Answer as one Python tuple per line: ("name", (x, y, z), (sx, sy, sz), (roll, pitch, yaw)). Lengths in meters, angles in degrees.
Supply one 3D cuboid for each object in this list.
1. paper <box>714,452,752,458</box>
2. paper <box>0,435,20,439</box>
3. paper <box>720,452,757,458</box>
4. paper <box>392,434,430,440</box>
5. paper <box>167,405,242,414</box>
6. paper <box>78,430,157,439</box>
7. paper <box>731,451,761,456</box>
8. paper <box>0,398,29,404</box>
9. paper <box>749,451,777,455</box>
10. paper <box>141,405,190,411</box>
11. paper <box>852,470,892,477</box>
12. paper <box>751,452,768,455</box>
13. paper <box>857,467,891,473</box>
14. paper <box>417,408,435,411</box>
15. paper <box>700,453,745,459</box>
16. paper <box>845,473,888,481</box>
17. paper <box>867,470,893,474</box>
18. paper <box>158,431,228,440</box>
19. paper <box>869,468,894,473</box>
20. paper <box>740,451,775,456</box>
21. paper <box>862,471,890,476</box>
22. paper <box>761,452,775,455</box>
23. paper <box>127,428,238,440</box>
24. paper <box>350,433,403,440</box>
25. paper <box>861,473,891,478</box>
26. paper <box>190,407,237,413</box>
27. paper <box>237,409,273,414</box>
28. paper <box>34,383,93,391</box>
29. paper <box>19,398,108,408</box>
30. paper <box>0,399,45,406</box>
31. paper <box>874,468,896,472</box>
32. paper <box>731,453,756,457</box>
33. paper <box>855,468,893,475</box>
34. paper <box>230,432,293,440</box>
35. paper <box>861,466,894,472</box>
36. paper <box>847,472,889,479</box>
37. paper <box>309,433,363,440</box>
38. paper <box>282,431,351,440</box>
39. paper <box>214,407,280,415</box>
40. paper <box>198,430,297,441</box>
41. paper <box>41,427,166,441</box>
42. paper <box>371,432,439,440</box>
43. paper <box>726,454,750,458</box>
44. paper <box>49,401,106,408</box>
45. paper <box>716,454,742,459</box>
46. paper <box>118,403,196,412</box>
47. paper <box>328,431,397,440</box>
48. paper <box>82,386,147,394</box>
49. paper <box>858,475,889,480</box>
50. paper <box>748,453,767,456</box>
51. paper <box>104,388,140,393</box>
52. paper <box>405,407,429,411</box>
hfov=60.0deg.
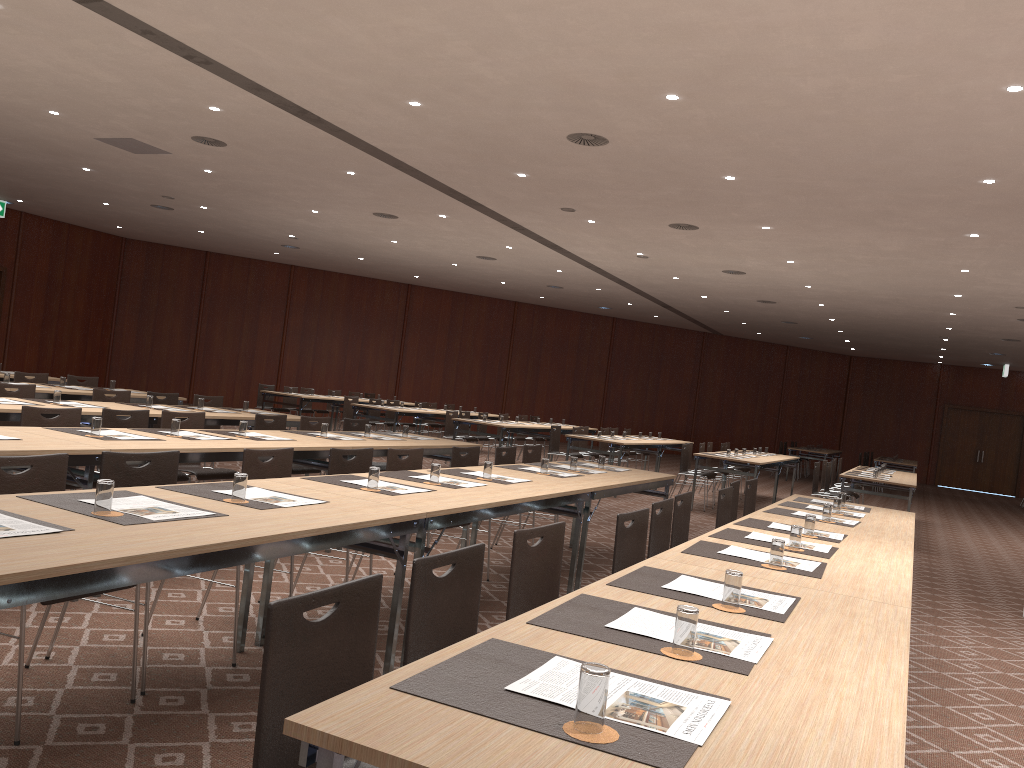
("paper", (3.389, 1.101, 13.684), (0.565, 0.003, 0.460), (7, 0, 24))
("paper", (-2.864, 0.264, 4.696), (0.398, 0.006, 0.284), (7, 0, 24))
("paper", (3.676, 1.140, 14.299), (0.565, 0.003, 0.460), (7, 0, 26))
("paper", (-0.992, 0.521, 8.784), (0.398, 0.006, 0.284), (7, 0, 24))
("paper", (-3.124, 0.258, 9.009), (0.565, 0.003, 0.460), (7, 0, 23))
("paper", (-2.477, 0.317, 5.565), (0.398, 0.006, 0.284), (7, 0, 25))
("paper", (4.067, 1.194, 15.170), (0.565, 0.003, 0.460), (7, 0, 26))
("paper", (-4.006, 0.133, 6.982), (0.398, 0.006, 0.284), (7, 0, 26))
("paper", (4.614, 1.269, 16.320), (0.565, 0.003, 0.460), (7, 0, 25))
("paper", (-3.309, 0.228, 8.453), (0.398, 0.006, 0.284), (7, 0, 22))
("paper", (5.459, 1.360, 13.441), (0.565, 0.003, 0.460), (7, 0, 22))
("paper", (4.405, 1.236, 15.758), (0.398, 0.006, 0.284), (7, 0, 28))
("paper", (6.111, 1.450, 14.924), (0.565, 0.003, 0.460), (7, 0, 22))
("paper", (-1.670, 0.479, 16.806), (0.398, 0.006, 0.284), (7, 0, 24))
("paper", (3.109, 1.063, 13.095), (0.565, 0.003, 0.460), (7, 0, 24))
("paper", (4.919, 1.286, 12.293), (0.565, 0.003, 0.460), (7, 0, 25))
("paper", (5.943, 1.421, 14.337), (0.398, 0.006, 0.284), (7, 0, 27))
("paper", (-2.202, 0.355, 6.143), (0.398, 0.006, 0.284), (7, 0, 22))
("paper", (6.224, 1.460, 14.955), (0.398, 0.006, 0.284), (7, 0, 27))
("paper", (4.347, 1.233, 15.764), (0.565, 0.003, 0.460), (7, 0, 25))
("paper", (5.531, 1.365, 13.485), (0.398, 0.006, 0.284), (7, 0, 24))
("paper", (4.658, 1.271, 16.366), (0.398, 0.006, 0.284), (7, 0, 24))
("paper", (-2.279, 0.349, 6.150), (0.565, 0.003, 0.460), (7, 0, 23))
("paper", (-1.247, 0.486, 8.193), (0.398, 0.006, 0.284), (7, 0, 27))
("paper", (5.276, 1.330, 12.870), (0.398, 0.006, 0.284), (7, 0, 27))
("paper", (-3.057, 0.263, 9.032), (0.398, 0.006, 0.284), (7, 0, 22))
("paper", (-2.773, 0.302, 9.650), (0.398, 0.006, 0.284), (7, 0, 26))
("paper", (-4.908, 0.039, 9.860), (0.565, 0.003, 0.460), (7, 0, 23))
("paper", (-3.812, 0.164, 7.559), (0.565, 0.003, 0.460), (7, 0, 25))
("paper", (-4.072, 0.128, 6.978), (0.565, 0.003, 0.460), (7, 0, 23))
("paper", (6.493, 1.497, 15.501), (0.398, 0.006, 0.284), (7, 0, 26))
("paper", (3.729, 1.143, 14.327), (0.398, 0.006, 0.284), (7, 0, 23))
("paper", (5.844, 1.413, 14.321), (0.565, 0.003, 0.460), (7, 0, 25))
("paper", (-1.910, 0.395, 6.746), (0.398, 0.006, 0.284), (7, 0, 27))
("paper", (6.398, 1.489, 15.517), (0.565, 0.003, 0.460), (7, 0, 24))
("paper", (5.185, 1.322, 12.882), (0.565, 0.003, 0.460), (7, 0, 27))
("paper", (-1.512, 0.449, 7.605), (0.398, 0.006, 0.284), (7, 0, 25))
("paper", (-1.609, 0.441, 7.575), (0.565, 0.003, 0.460), (7, 0, 25))
("paper", (-2.856, 0.295, 9.613), (0.565, 0.003, 0.460), (7, 0, 25))
("paper", (-1.994, 0.388, 6.692), (0.565, 0.003, 0.460), (7, 0, 24))
("paper", (-2.540, 0.313, 5.531), (0.565, 0.003, 0.460), (7, 0, 26))
("paper", (-1.073, 0.515, 8.789), (0.565, 0.003, 0.460), (7, 0, 24))
("paper", (3.472, 1.108, 13.712), (0.398, 0.006, 0.284), (7, 0, 24))
("paper", (-3.712, 0.173, 7.543), (0.398, 0.006, 0.284), (7, 0, 25))
("paper", (3.205, 1.071, 13.115), (0.398, 0.006, 0.284), (7, 0, 24))
("paper", (-3.396, 0.221, 8.453), (0.565, 0.003, 0.460), (7, 0, 24))
("paper", (-1.331, 0.479, 8.171), (0.565, 0.003, 0.460), (7, 0, 27))
("paper", (-4.666, 0.072, 10.436), (0.565, 0.003, 0.460), (7, 0, 24))
("paper", (5.012, 1.293, 12.291), (0.398, 0.006, 0.284), (7, 0, 24))
("paper", (4.154, 1.201, 15.183), (0.398, 0.006, 0.284), (7, 0, 24))
("paper", (-4.570, 0.081, 10.466), (0.398, 0.006, 0.284), (7, 0, 26))
("paper", (-1.736, 0.475, 16.784), (0.565, 0.003, 0.460), (7, 0, 28))
